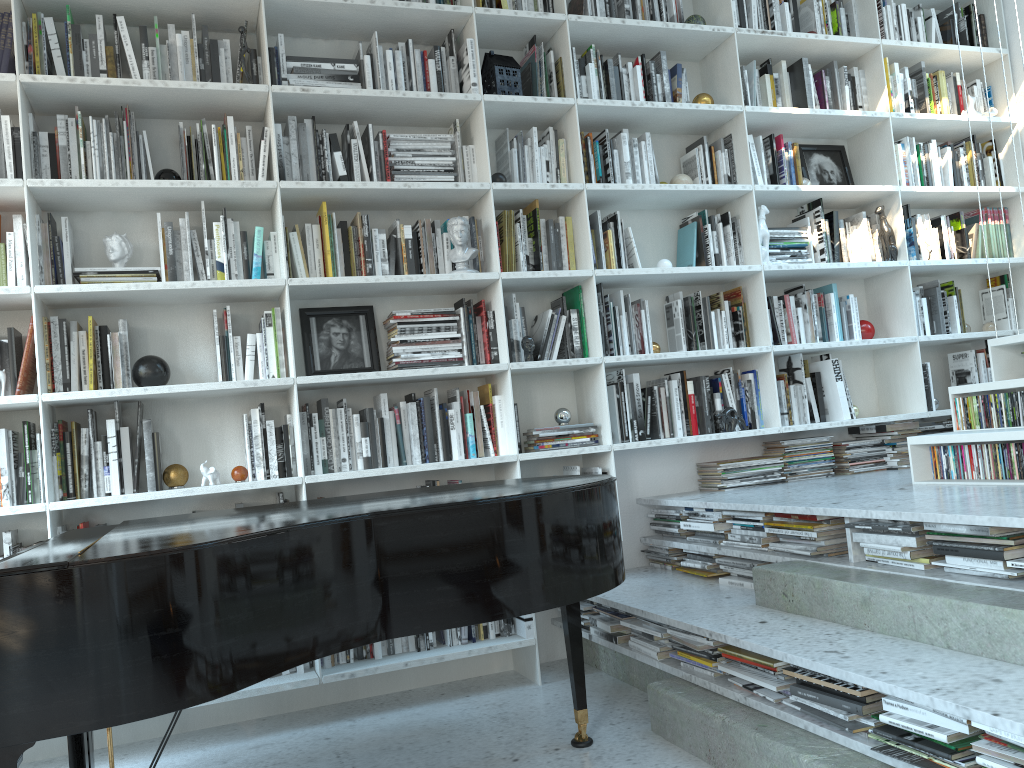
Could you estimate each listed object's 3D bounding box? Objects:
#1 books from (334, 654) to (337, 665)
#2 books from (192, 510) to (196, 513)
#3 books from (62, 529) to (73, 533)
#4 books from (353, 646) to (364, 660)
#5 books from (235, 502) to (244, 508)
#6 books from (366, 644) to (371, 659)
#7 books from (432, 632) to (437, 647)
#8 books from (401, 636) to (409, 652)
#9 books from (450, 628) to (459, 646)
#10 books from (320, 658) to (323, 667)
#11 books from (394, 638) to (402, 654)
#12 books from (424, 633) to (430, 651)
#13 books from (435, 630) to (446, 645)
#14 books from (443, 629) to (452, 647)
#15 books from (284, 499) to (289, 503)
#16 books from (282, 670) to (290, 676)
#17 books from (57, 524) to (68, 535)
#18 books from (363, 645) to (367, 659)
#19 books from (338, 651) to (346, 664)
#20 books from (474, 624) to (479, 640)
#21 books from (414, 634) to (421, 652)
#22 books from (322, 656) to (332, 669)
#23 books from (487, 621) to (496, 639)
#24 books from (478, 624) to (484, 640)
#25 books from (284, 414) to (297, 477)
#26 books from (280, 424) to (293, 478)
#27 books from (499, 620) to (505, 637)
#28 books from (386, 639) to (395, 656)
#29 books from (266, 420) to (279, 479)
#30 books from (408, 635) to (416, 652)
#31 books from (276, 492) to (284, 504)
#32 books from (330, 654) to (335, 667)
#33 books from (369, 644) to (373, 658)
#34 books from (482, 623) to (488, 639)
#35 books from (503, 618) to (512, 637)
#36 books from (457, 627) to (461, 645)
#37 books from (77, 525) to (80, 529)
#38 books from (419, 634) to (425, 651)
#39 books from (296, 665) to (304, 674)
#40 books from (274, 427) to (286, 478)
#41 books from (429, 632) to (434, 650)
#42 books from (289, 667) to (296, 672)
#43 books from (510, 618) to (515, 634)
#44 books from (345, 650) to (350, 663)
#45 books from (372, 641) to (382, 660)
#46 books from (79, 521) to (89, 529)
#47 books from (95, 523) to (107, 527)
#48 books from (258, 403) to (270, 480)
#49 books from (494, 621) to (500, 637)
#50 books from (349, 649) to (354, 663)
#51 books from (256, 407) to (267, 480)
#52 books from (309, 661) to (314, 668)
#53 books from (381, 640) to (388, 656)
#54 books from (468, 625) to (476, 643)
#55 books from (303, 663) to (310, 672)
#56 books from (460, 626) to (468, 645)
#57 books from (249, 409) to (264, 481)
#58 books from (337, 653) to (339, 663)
[{"bbox_3d":[-0.709,0.903,3.438,0.014,0.340,0.140,-5,-3,-20],"label":"books"},{"bbox_3d":[-1.173,0.615,3.301,0.012,0.285,0.159,-5,-4,-20],"label":"books"},{"bbox_3d":[-1.571,0.654,3.158,0.023,0.266,0.134,-5,-4,-20],"label":"books"},{"bbox_3d":[-0.614,0.942,3.472,0.022,0.246,0.144,-5,-4,-20],"label":"books"},{"bbox_3d":[-1.024,0.600,3.366,0.025,0.294,0.134,-5,-4,-20],"label":"books"},{"bbox_3d":[-0.588,0.926,3.484,0.012,0.276,0.154,-5,-4,-20],"label":"books"},{"bbox_3d":[-0.343,0.914,3.567,0.024,0.262,0.131,-5,-4,-20],"label":"books"},{"bbox_3d":[-0.450,0.923,3.530,0.028,0.261,0.132,-5,-4,-20],"label":"books"},{"bbox_3d":[-0.262,0.933,3.574,0.029,0.210,0.170,-5,-4,-20],"label":"books"},{"bbox_3d":[-0.755,0.958,3.424,0.010,0.237,0.134,-5,-4,-20],"label":"books"},{"bbox_3d":[-0.476,0.938,3.520,0.030,0.234,0.138,-5,-4,-20],"label":"books"},{"bbox_3d":[-0.372,0.878,3.541,0.014,0.335,0.183,-5,-4,-20],"label":"books"},{"bbox_3d":[-0.314,0.938,3.584,0.040,0.212,0.129,-5,-4,-20],"label":"books"},{"bbox_3d":[-0.279,0.936,3.563,0.010,0.205,0.180,-5,-4,-20],"label":"books"},{"bbox_3d":[-0.863,0.589,3.410,0.021,0.289,0.160,-5,-4,-20],"label":"books"},{"bbox_3d":[-0.899,0.948,3.358,0.073,0.275,0.181,-5,-4,-20],"label":"books"},{"bbox_3d":[-1.588,0.646,3.152,0.012,0.285,0.159,-5,-4,-20],"label":"books"},{"bbox_3d":[-0.596,0.945,3.475,0.012,0.238,0.128,-5,-4,-20],"label":"books"},{"bbox_3d":[-0.679,0.939,3.448,0.025,0.263,0.145,-5,-4,-20],"label":"books"},{"bbox_3d":[-0.180,0.914,3.625,0.028,0.238,0.140,-5,-4,-20],"label":"books"},{"bbox_3d":[-0.404,0.906,3.532,0.013,0.285,0.185,-5,-4,-20],"label":"books"},{"bbox_3d":[-0.731,0.945,3.408,0.026,0.256,0.183,-5,-4,-20],"label":"books"},{"bbox_3d":[-0.116,0.925,3.631,0.022,0.205,0.191,-5,-4,-20],"label":"books"},{"bbox_3d":[-0.157,0.901,3.619,0.011,0.258,0.171,-5,-4,-20],"label":"books"},{"bbox_3d":[-0.866,0.242,3.468,0.019,0.242,0.107,-5,-3,-20],"label":"books"},{"bbox_3d":[-0.875,0.261,3.435,0.024,0.201,0.158,-5,-4,-20],"label":"books"},{"bbox_3d":[-0.078,0.897,3.650,0.012,0.256,0.176,-5,-4,-20],"label":"books"},{"bbox_3d":[-0.504,0.910,3.509,0.026,0.294,0.155,-5,-4,-20],"label":"books"},{"bbox_3d":[-0.928,0.255,3.410,0.029,0.220,0.153,-5,-4,-20],"label":"books"},{"bbox_3d":[-0.422,0.950,3.536,0.024,0.203,0.144,-5,-4,-20],"label":"books"},{"bbox_3d":[-0.878,0.574,3.396,0.013,0.320,0.173,-5,-4,-20],"label":"books"},{"bbox_3d":[-0.714,0.921,3.416,0.014,0.300,0.184,-5,-4,-20],"label":"books"},{"bbox_3d":[-0.576,0.935,3.488,0.012,0.255,0.150,-5,-4,-20],"label":"books"},{"bbox_3d":[-0.141,0.934,3.632,0.024,0.191,0.155,-5,-4,-20],"label":"books"},{"bbox_3d":[-0.054,0.914,3.651,0.029,0.217,0.191,-5,-4,-20],"label":"books"},{"bbox_3d":[-0.248,0.891,3.584,0.011,0.292,0.184,-5,-4,-20],"label":"books"},{"bbox_3d":[-1.530,0.643,3.166,0.010,0.282,0.149,-5,-4,-20],"label":"books"},{"bbox_3d":[-0.385,0.942,3.540,0.022,0.212,0.167,-5,-4,-20],"label":"books"},{"bbox_3d":[-0.823,0.949,3.366,0.024,0.260,0.189,-5,-4,-20],"label":"books"},{"bbox_3d":[-0.905,0.267,3.438,0.031,0.194,0.142,-5,-4,-20],"label":"books"},{"bbox_3d":[-0.357,0.901,3.546,0.014,0.288,0.185,-5,-4,-20],"label":"books"},{"bbox_3d":[-0.856,0.955,3.387,0.025,0.259,0.133,-5,-4,-20],"label":"books"},{"bbox_3d":[-0.032,0.931,3.670,0.023,0.181,0.149,-5,-4,-20],"label":"books"},{"bbox_3d":[-0.662,0.900,3.447,0.012,0.337,0.144,-5,-3,-20],"label":"books"},{"bbox_3d":[-0.547,0.956,3.470,0.028,0.206,0.175,-5,-4,-20],"label":"books"},{"bbox_3d":[-1.521,0.639,3.173,0.013,0.287,0.161,-5,-4,-20],"label":"books"},{"bbox_3d":[-1.473,0.643,3.198,0.026,0.273,0.146,-5,-4,-20],"label":"books"},{"bbox_3d":[-0.954,0.222,3.412,0.014,0.290,0.132,-5,-4,-20],"label":"books"},{"bbox_3d":[-0.098,0.913,3.651,0.028,0.227,0.162,-5,-4,-20],"label":"books"},{"bbox_3d":[-0.640,0.911,3.455,0.034,0.311,0.170,-5,-4,-20],"label":"books"},{"bbox_3d":[-0.966,0.230,3.411,0.010,0.277,0.155,-5,-4,-20],"label":"books"},{"bbox_3d":[-0.791,0.961,3.415,0.021,0.237,0.115,-5,-4,-20],"label":"books"},{"bbox_3d":[-0.530,0.962,3.508,0.030,0.196,0.143,-5,-4,-20],"label":"books"},{"bbox_3d":[-0.195,0.874,3.598,0.013,0.317,0.186,-5,-4,-20],"label":"books"},{"bbox_3d":[-0.802,0.989,3.388,0.024,0.179,0.171,-5,-4,-20],"label":"books"},{"bbox_3d":[-0.217,0.908,3.583,0.044,0.251,0.187,-5,-4,-20],"label":"books"},{"bbox_3d":[-0.978,0.234,3.392,0.027,0.269,0.159,-5,-4,-20],"label":"books"},{"bbox_3d":[-0.698,0.943,3.451,0.010,0.258,0.131,-5,-4,-20],"label":"books"}]
